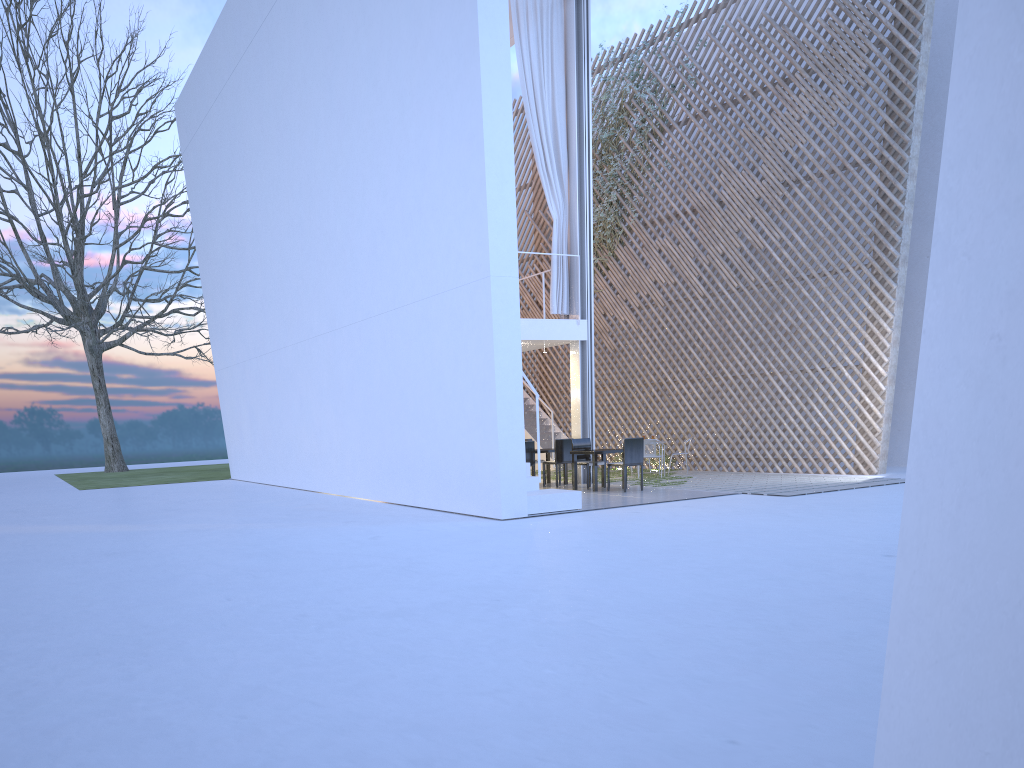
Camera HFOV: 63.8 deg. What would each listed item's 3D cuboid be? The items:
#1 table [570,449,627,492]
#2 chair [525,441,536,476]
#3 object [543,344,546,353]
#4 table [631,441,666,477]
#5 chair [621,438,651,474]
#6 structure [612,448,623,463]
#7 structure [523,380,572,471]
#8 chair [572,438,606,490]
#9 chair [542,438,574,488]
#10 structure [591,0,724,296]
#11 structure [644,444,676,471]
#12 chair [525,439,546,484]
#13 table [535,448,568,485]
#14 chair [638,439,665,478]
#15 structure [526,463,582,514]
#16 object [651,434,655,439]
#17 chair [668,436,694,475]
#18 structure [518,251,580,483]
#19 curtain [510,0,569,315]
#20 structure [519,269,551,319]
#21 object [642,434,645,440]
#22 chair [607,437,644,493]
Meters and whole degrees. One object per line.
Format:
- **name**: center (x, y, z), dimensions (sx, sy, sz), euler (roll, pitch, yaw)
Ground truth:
- **table**: center (0.743, 0.730, 6.996), dimensions (0.350, 0.356, 0.337), euler (-7, 9, -30)
- **chair**: center (0.063, 0.727, 7.288), dimensions (0.186, 0.471, 0.225), euler (-11, 16, -30)
- **object**: center (-0.871, 0.141, 7.901), dimensions (1.631, 0.876, 1.785), euler (-4, 2, -32)
- **table**: center (1.377, 0.757, 8.325), dimensions (0.347, 0.358, 0.325), euler (1, 9, 22)
- **chair**: center (1.277, 0.753, 8.609), dimensions (0.255, 0.408, 0.234), euler (-9, 14, -29)
- **structure**: center (1.285, 0.871, 9.539), dimensions (0.262, 0.280, 0.249), euler (-6, 9, -22)
- **structure**: center (-0.158, 0.094, 10.185), dimensions (1.136, 2.107, 1.893), euler (-12, 13, -37)
- **chair**: center (0.666, 0.691, 7.124), dimensions (0.186, 0.471, 0.225), euler (-11, 16, -30)
- **chair**: center (0.417, 0.719, 7.478), dimensions (0.186, 0.471, 0.225), euler (-11, 16, -30)
- **structure**: center (1.246, -2.163, 8.700), dimensions (0.705, 2.926, 2.277), euler (-16, 16, -39)
- **structure**: center (1.628, 0.796, 9.004), dimensions (0.308, 0.347, 0.282), euler (6, 13, 44)
- **chair**: center (0.179, 0.747, 7.864), dimensions (0.186, 0.471, 0.225), euler (-11, 16, -30)
- **table**: center (0.053, 0.789, 7.596), dimensions (0.896, 0.354, 0.336), euler (-3, 7, -29)
- **chair**: center (1.350, 0.723, 8.002), dimensions (0.262, 0.408, 0.227), euler (1, 13, 15)
- **structure**: center (-0.182, -0.768, 6.726), dimensions (1.675, 3.556, 3.506), euler (-11, 11, -31)
- **object**: center (1.401, 0.539, 8.178), dimensions (0.031, 0.082, 0.028), euler (1, 16, 14)
- **chair**: center (1.698, 0.718, 8.280), dimensions (0.249, 0.408, 0.240), euler (0, 12, 10)
- **structure**: center (0.376, -0.200, 6.396), dimensions (1.328, 1.922, 1.373), euler (-9, 12, -30)
- **curtain**: center (0.247, -1.846, 6.765), dimensions (0.496, 2.600, 0.091), euler (-12, 20, -29)
- **structure**: center (0.156, -0.734, 7.987), dimensions (0.027, 0.593, 1.644), euler (-13, 6, -32)
- **object**: center (1.338, 0.550, 8.354), dimensions (0.031, 0.082, 0.028), euler (1, 16, 14)
- **chair**: center (0.922, 0.661, 6.709), dimensions (0.186, 0.471, 0.225), euler (-11, 16, -30)
